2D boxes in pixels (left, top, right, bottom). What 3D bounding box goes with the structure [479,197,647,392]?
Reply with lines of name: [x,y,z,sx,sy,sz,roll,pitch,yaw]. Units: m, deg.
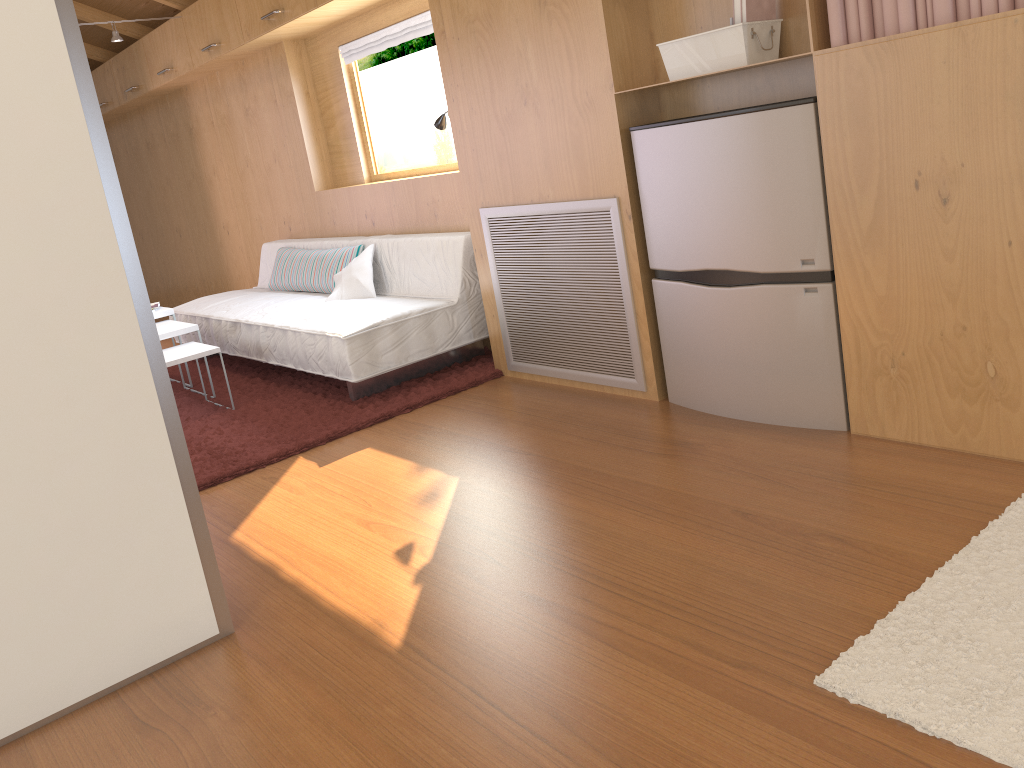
structure: [0.179,-0.360,3.507,0.013,0.710,0.823,-18,16,-35]

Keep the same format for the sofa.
sofa: [-1.097,-0.421,4.823,0.873,0.619,2.364,-20,18,-35]

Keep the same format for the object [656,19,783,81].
object: [0.651,-1.038,2.764,0.205,0.121,0.351,-20,18,-35]

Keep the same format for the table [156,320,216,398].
table: [-1.804,-0.070,4.403,0.429,0.377,0.460,-20,17,-35]

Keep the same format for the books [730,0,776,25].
books: [0.723,-1.065,2.660,0.152,0.189,0.089,-20,15,-36]

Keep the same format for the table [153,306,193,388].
table: [-2.095,-0.147,4.759,0.491,0.431,0.526,-20,17,-35]

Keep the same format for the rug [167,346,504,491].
rug: [-1.324,0.024,4.529,1.909,0.020,2.491,-21,19,-35]

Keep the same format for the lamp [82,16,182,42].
lamp: [-3.591,-1.740,4.587,3.876,0.150,0.073,-21,16,-36]

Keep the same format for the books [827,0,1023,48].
books: [1.838,-1.079,1.168,0.191,0.648,3.122,-19,17,-35]

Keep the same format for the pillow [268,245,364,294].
pillow: [-1.159,-0.661,5.116,0.173,0.248,1.046,-19,18,-35]

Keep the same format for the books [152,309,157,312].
books: [-1.980,-0.364,4.640,0.193,0.016,0.155,-12,15,-7]

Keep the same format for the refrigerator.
refrigerator: [0.762,-0.390,2.878,0.265,0.972,0.716,-19,15,-35]

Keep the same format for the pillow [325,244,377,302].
pillow: [-0.832,-0.571,4.582,0.345,0.248,0.272,-6,14,17]

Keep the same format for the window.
window: [-0.421,-1.495,4.590,0.036,0.778,1.502,-18,17,-35]

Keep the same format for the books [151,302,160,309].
books: [-1.986,-0.402,4.722,0.194,0.016,0.154,-15,16,-17]

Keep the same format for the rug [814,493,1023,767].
rug: [2.039,0.598,0.377,0.928,0.011,3.737,-21,19,-35]

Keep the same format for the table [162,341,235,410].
table: [-1.549,0.010,4.097,0.346,0.304,0.371,-20,17,-35]

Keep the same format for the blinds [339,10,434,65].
blinds: [-0.518,-1.802,4.494,0.048,0.109,1.503,-19,18,-35]

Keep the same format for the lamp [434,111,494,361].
lamp: [-0.177,-0.670,4.046,0.254,1.179,0.186,-4,13,28]
